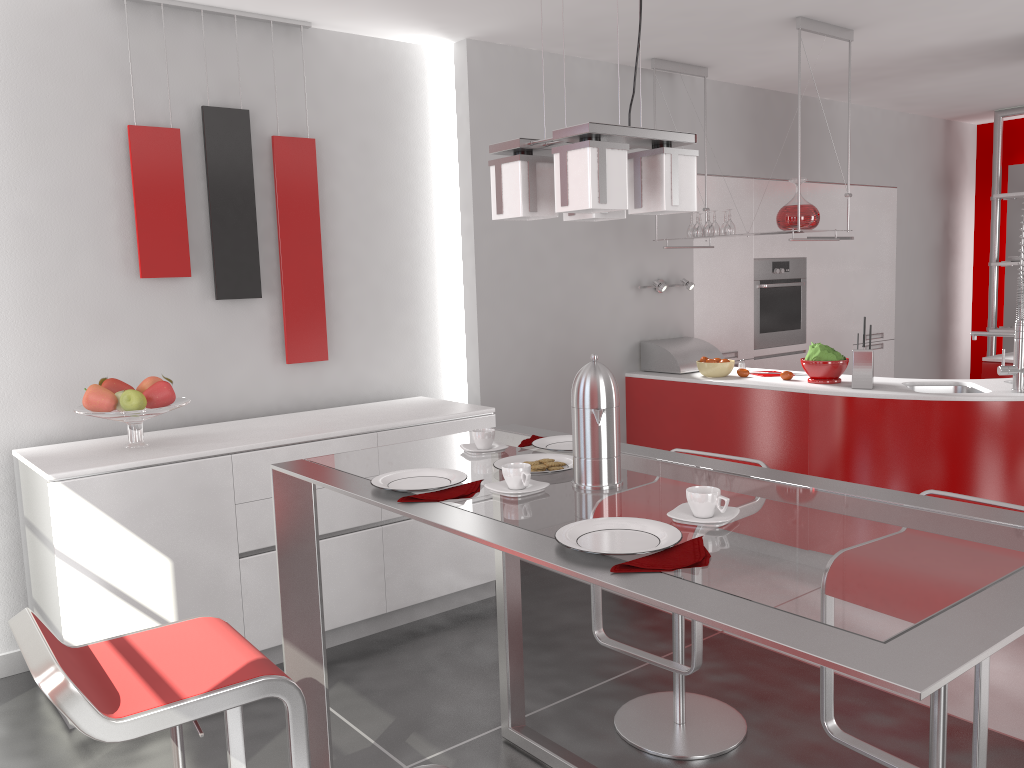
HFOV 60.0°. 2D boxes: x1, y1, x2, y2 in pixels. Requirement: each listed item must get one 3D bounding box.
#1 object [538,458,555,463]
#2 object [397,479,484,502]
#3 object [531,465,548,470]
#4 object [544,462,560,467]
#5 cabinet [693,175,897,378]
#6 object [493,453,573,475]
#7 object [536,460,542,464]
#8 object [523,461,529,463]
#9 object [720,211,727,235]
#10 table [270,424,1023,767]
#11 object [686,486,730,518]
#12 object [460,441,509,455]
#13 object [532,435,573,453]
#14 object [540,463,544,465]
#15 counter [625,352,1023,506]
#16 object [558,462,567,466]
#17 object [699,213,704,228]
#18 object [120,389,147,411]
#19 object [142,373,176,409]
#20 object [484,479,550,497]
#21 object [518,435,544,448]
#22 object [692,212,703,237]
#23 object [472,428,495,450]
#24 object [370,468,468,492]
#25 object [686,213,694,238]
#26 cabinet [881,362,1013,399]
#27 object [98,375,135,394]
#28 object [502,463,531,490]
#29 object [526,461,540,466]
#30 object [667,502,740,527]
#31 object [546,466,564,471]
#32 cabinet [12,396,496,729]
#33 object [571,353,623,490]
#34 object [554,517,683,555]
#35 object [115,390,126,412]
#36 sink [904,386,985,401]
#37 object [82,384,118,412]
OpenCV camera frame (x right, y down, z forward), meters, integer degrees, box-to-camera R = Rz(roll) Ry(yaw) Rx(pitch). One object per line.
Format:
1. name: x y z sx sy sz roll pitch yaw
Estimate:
1. object: 0.082 0.186 2.144 0.034 0.006 0.036 4 9 40
2. object: -0.124 0.231 1.880 0.234 0.012 0.095 -8 9 -39
3. object: 0.062 0.194 2.078 0.036 0.006 0.034 -5 8 -26
4. object: 0.094 0.190 2.103 0.034 0.006 0.036 -4 7 -15
5. cabinet: 1.873 -0.402 6.444 2.398 2.026 0.614 -7 9 -38
6. object: 0.063 0.194 2.114 0.217 0.015 0.217 -2 7 -1
7. object: 0.075 0.190 2.161 0.034 0.006 0.036 -7 9 -38
8. object: 0.040 0.193 2.146 0.036 0.006 0.034 3 8 35
9. object: 1.172 -0.876 4.863 0.060 0.141 0.060 -7 9 -38
10. table: 0.238 0.723 1.918 0.800 1.000 1.700 -7 9 -38
11. object: 0.355 0.220 1.628 0.062 0.049 0.078 -4 7 -16
12. object: -0.074 0.171 2.351 0.119 0.016 0.119 -4 7 -18
13. object: 0.160 0.162 2.355 0.217 0.015 0.217 -2 7 -2
14. object: 0.075 0.195 2.117 0.034 0.006 0.036 -5 7 -21
15. counter: 2.143 0.381 4.687 2.865 0.880 1.868 -3 7 -4
16. object: 0.109 0.192 2.131 0.034 0.006 0.036 -8 9 -38
17. object: 1.064 -0.890 5.009 0.060 0.141 0.060 -7 9 -38
18. object: -1.343 0.059 3.159 0.083 0.086 0.100 -1 7 11
19. object: -1.307 0.025 3.278 0.097 0.133 0.117 4 9 41
20. object: 0.011 0.223 1.902 0.119 0.016 0.119 -8 9 -41
21. object: 0.080 0.153 2.467 0.234 0.012 0.095 -7 9 -38
22. object: 1.016 -0.870 4.854 0.060 0.141 0.060 2 8 28
23. object: -0.079 0.147 2.354 0.062 0.049 0.078 -8 9 -38
24. object: -0.208 0.219 1.989 0.217 0.015 0.217 2 8 27
25. object: 1.003 -0.881 4.948 0.060 0.141 0.060 -7 9 -38
26. cabinet: 2.007 0.325 4.919 1.875 0.761 1.025 -1 7 7
27. object: -1.488 0.025 3.317 0.150 0.129 0.117 -1 7 9
28. object: 0.010 0.200 1.891 0.062 0.049 0.078 -2 7 2
29. object: 0.050 0.190 2.117 0.034 0.006 0.036 -2 7 -1
30. object: 0.354 0.243 1.638 0.119 0.016 0.119 2 8 32
31. object: 0.102 0.198 2.086 0.036 0.006 0.034 -4 7 -17
32. cabinet: -0.954 0.612 3.676 1.802 0.880 0.610 -7 9 -38
33. object: 0.173 0.075 1.935 0.113 0.287 0.149 -6 8 -30
34. object: 0.181 0.263 1.513 0.217 0.015 0.217 -4 7 -14
35. object: -1.423 0.064 3.262 0.084 0.079 0.086 -3 7 -10
36. sink: 2.003 0.119 4.110 0.326 0.172 0.428 0 7 13
37. object: -1.485 0.052 3.198 0.117 0.105 0.096 -3 7 -9
